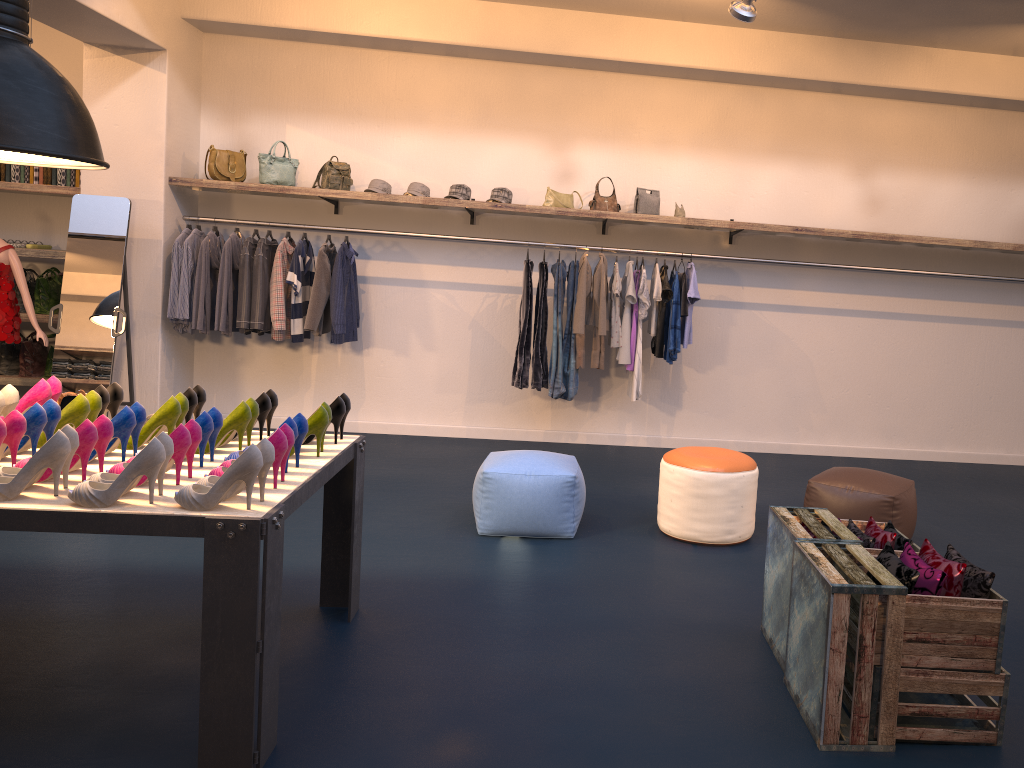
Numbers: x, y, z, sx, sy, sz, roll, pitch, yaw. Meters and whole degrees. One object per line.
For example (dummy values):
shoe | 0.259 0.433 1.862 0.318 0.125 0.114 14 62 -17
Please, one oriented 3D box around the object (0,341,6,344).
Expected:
object | -4.024 -0.285 6.665 0.172 0.388 0.391 5 6 15

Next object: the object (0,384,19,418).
object | -1.928 0.097 3.116 0.245 0.194 0.201 4 6 -2

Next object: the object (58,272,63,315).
object | -3.364 -0.701 6.681 0.214 0.337 0.383 4 6 8

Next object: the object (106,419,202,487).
object | -1.121 0.209 2.732 0.245 0.194 0.201 4 6 -2

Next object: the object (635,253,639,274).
object | 1.012 -0.994 7.028 0.014 0.196 0.361 4 7 3

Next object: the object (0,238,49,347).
object | -3.634 -0.430 6.007 0.797 1.657 0.324 2 4 -25

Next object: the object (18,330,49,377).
object | -3.655 -0.241 6.660 0.163 0.354 0.343 4 6 2

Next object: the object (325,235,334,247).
object | -1.427 -1.121 6.765 0.010 0.218 0.431 4 7 3

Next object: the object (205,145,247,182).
object | -2.196 -1.697 6.748 0.191 0.282 0.341 6 7 29

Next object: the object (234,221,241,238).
object | -2.118 -1.160 6.686 0.010 0.218 0.431 4 7 3

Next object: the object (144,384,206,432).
object | -1.347 0.098 3.410 0.245 0.194 0.201 4 6 -2

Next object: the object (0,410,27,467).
object | -1.660 0.176 2.689 0.240 0.194 0.205 4 6 5

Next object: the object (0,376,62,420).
object | -1.897 0.065 3.361 0.248 0.194 0.198 3 6 -6

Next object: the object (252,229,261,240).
object | -1.975 -1.152 6.700 0.010 0.218 0.431 4 7 3

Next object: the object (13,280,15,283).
object | -3.895 -0.759 6.636 0.172 0.388 0.391 5 6 15

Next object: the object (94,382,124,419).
object | -1.641 0.087 3.333 0.239 0.194 0.205 4 6 6

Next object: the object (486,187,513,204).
object | -0.095 -1.508 6.957 0.163 0.135 0.258 6 7 21

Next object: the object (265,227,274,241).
object | -1.876 -1.146 6.711 0.010 0.218 0.431 4 7 3

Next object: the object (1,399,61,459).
object | -1.660 0.147 2.896 0.245 0.194 0.201 4 6 -2

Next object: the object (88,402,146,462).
object | -1.393 0.158 2.952 0.247 0.194 0.199 3 6 -5

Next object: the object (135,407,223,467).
object | -1.131 0.176 2.963 0.245 0.194 0.201 4 6 -2

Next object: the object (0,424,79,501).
object | -1.404 0.219 2.509 0.254 0.194 0.193 2 6 -16

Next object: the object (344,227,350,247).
object | -1.294 -1.115 6.789 0.010 0.218 0.431 4 7 3

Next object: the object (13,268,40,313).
object | -3.722 -0.721 6.642 0.214 0.337 0.383 4 6 8

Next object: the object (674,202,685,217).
object | 1.389 -1.433 7.178 0.075 0.133 0.141 7 7 36

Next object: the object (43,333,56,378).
object | -3.494 -0.227 6.709 0.214 0.337 0.383 4 6 8

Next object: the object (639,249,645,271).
object | 1.059 -1.001 7.032 0.014 0.176 0.361 4 7 3

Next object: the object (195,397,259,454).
object | -1.075 0.146 3.202 0.245 0.194 0.201 4 6 -2

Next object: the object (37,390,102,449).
object | -1.625 0.119 3.116 0.245 0.194 0.201 4 6 -2

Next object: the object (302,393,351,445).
object | -0.778 0.131 3.460 0.245 0.194 0.201 4 6 -2

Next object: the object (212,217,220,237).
object | -2.281 -1.170 6.668 0.010 0.218 0.431 4 7 3

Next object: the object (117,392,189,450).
object | -1.334 0.129 3.192 0.248 0.194 0.198 3 6 -7

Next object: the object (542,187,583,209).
object | 0.433 -1.499 7.045 0.213 0.173 0.395 9 9 41

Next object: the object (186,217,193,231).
object | -2.472 -1.179 6.644 0.010 0.218 0.431 4 7 3

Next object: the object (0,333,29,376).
object | -3.851 -0.247 6.671 0.214 0.337 0.383 4 6 8

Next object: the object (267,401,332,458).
object | -0.801 0.164 3.214 0.250 0.194 0.197 3 6 -9

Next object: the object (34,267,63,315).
object | -3.525 -0.715 6.632 0.163 0.354 0.343 4 6 2

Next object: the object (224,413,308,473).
object | -0.839 0.194 2.979 0.240 0.194 0.205 4 6 5

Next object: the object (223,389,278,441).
object | -1.064 0.116 3.426 0.245 0.194 0.201 4 6 -2

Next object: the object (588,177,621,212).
object | 0.768 -1.553 7.130 0.315 0.298 0.096 0 5 -31

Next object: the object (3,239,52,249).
object | -4.417 -1.103 6.564 1.546 0.060 0.477 3 8 -5

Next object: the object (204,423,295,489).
object | -0.832 0.225 2.766 0.247 0.194 0.199 3 6 -5

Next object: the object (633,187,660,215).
object | 1.114 -1.498 7.167 0.300 0.229 0.072 -2 7 -42

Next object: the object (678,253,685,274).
object | 1.380 -0.980 7.062 0.017 0.178 0.407 4 7 4

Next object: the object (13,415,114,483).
object | -1.394 0.192 2.708 0.242 0.194 0.203 4 6 2

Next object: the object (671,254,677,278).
object | 1.324 -0.966 7.060 0.010 0.218 0.432 4 7 4

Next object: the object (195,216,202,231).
object | -2.404 -1.175 6.651 0.010 0.218 0.431 4 7 3

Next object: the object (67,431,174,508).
object | -1.125 0.239 2.512 0.251 0.194 0.196 3 6 -11

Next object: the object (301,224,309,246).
object | -1.613 -1.135 6.754 0.010 0.218 0.431 4 7 3

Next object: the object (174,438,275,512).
object | -0.836 0.255 2.544 0.241 0.194 0.204 4 6 3

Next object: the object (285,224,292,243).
object | -1.737 -1.141 6.739 0.010 0.218 0.431 4 7 3

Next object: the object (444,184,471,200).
object | -0.426 -1.526 6.921 0.163 0.135 0.258 6 7 21
